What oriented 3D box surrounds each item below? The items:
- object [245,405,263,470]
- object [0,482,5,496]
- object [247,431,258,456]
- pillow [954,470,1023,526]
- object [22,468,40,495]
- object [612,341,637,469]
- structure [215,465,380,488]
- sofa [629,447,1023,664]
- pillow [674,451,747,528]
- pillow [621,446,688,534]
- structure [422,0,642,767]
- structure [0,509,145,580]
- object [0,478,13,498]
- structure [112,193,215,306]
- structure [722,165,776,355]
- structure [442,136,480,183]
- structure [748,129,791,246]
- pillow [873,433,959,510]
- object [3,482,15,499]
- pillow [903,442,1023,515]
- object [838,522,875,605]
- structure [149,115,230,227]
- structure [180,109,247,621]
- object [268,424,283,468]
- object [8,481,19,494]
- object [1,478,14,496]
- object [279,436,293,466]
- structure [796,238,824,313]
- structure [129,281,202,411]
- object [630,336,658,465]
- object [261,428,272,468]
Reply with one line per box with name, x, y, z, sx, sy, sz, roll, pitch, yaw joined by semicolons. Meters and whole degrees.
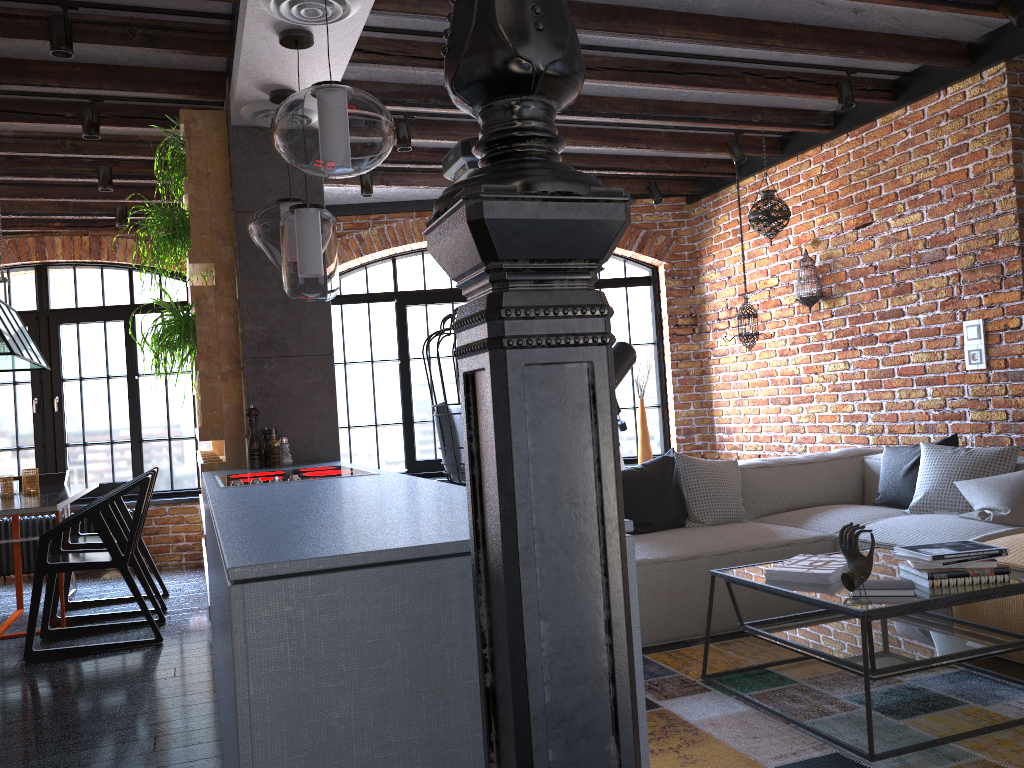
object;-1.136;0.234;3.902;0.061;0.282;0.061;-4;-1;-6
object;-2.866;0.589;4.960;0.060;0.073;0.060;-5;-2;32
object;-1.158;0.289;3.969;0.048;0.180;0.048;-5;-2;30
pillow;2.159;0.466;3.783;0.485;0.314;0.358;-4;-2;23
object;-2.679;0.542;4.935;0.086;0.139;0.086;-3;-2;-30
object;0.646;0.431;6.278;0.570;1.471;0.616;-4;-1;6
structure;-0.807;0.343;3.237;0.504;0.057;0.764;-3;-2;-20
sofa;1.530;0.699;3.421;2.536;0.697;3.301;-3;-2;-21
pillow;1.012;0.523;4.478;0.543;0.402;0.250;-3;-2;-38
pillow;0.686;0.529;4.386;0.538;0.417;0.239;-3;-2;-30
structure;3.120;-0.274;3.615;8.513;2.393;0.481;-2;-2;-39
structure;-3.336;1.211;6.679;1.115;0.476;0.106;-4;-1;-2
object;-2.736;0.562;4.800;0.061;0.099;0.061;-4;-1;18
structure;-1.616;-0.650;4.279;0.422;0.620;0.570;-5;-2;39
structure;1.566;-0.914;6.026;0.389;1.437;0.338;-3;-1;-19
structure;-0.128;-1.413;4.382;0.409;0.816;0.464;-3;-1;-20
structure;1.618;-1.263;5.625;0.265;0.779;0.273;-4;-1;19
pillow;2.030;0.451;4.490;0.263;0.400;0.510;-3;-2;-26
object;-2.669;0.565;4.705;0.049;0.080;0.049;-3;-2;-36
pillow;2.096;0.452;4.153;0.293;0.354;0.496;-3;-2;-34
object;0.999;0.516;2.561;0.099;0.223;0.093;-4;-1;20
structure;-1.488;-1.024;4.359;0.570;0.620;0.422;-3;-2;-31
structure;-1.853;-0.030;5.469;0.206;2.381;2.830;-3;-2;-20
object;-1.048;0.274;3.943;0.058;0.192;0.081;-4;-1;21
object;-2.835;0.589;5.041;0.060;0.073;0.060;-4;-1;11
object;-2.773;0.567;4.876;0.061;0.099;0.061;-3;-1;-13
object;-1.028;0.303;4.000;0.069;0.135;0.069;-3;-2;-40
structure;1.903;-0.698;5.705;0.169;0.482;0.169;-3;-1;-20
structure;-1.556;-0.173;4.314;0.422;0.620;0.570;-4;-1;-1
object;1.085;0.115;7.074;0.270;1.053;0.299;-4;-1;1
object;-1.104;0.286;4.003;0.048;0.180;0.048;-3;-2;-37
